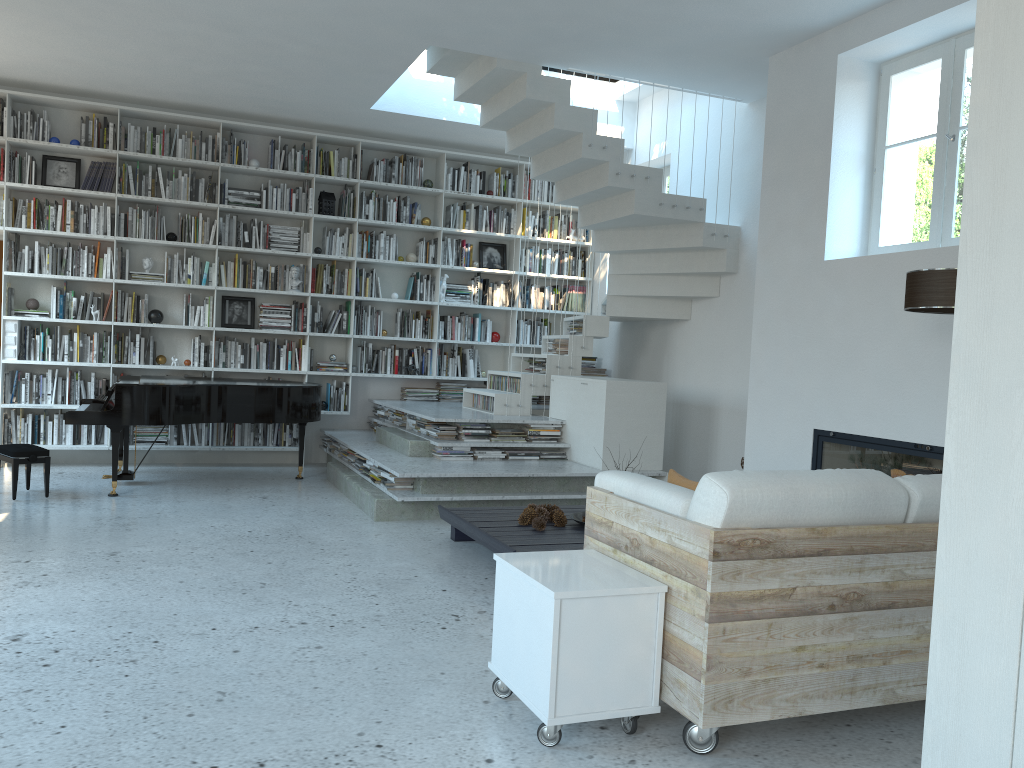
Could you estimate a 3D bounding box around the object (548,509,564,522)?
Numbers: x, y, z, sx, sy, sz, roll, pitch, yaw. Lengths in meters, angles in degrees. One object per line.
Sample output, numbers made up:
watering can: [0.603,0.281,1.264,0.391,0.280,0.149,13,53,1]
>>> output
object: [0.253,0.773,5.203,0.106,0.086,0.091,3,2,-8]

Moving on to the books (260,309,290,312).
books: [-2.243,-0.690,8.392,0.254,0.012,0.160,2,2,-25]

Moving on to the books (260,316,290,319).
books: [-2.244,-0.629,8.392,0.254,0.012,0.160,2,2,-27]

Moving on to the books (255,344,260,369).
books: [-2.400,-0.261,8.359,0.031,0.237,0.158,2,3,-22]

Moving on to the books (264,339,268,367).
books: [-2.335,-0.284,8.396,0.014,0.286,0.134,2,3,-22]

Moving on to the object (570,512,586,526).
object: [0.547,0.797,5.147,0.429,0.038,0.429,4,2,18]

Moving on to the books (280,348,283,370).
books: [-2.199,-0.238,8.428,0.023,0.204,0.167,2,3,-22]

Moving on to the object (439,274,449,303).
object: [-0.683,-0.950,8.820,0.087,0.288,0.075,3,3,13]

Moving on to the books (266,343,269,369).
books: [-2.322,-0.266,8.396,0.011,0.252,0.158,2,3,-22]

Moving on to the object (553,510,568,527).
object: [0.276,0.777,5.096,0.083,0.100,0.092,2,2,-17]

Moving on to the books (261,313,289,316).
books: [-2.244,-0.653,8.394,0.254,0.012,0.160,2,2,-19]

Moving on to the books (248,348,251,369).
books: [-2.467,-0.243,8.317,0.023,0.196,0.165,2,3,-22]

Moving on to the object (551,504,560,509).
object: [0.265,0.769,5.320,0.078,0.101,0.086,5,3,42]

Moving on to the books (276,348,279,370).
books: [-2.235,-0.240,8.415,0.024,0.207,0.183,2,3,-22]

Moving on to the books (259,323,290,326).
books: [-2.248,-0.558,8.394,0.285,0.012,0.159,2,2,-17]

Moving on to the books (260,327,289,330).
books: [-2.252,-0.522,8.402,0.254,0.012,0.160,2,2,-20]

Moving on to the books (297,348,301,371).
books: [-2.040,-0.238,8.489,0.011,0.216,0.166,2,3,-22]

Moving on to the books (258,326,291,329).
books: [-2.249,-0.534,8.395,0.285,0.012,0.159,2,2,-27]

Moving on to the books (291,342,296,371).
books: [-2.099,-0.268,8.474,0.026,0.272,0.175,2,3,-22]

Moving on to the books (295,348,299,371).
books: [-2.064,-0.236,8.478,0.042,0.212,0.169,2,3,-22]

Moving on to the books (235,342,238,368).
books: [-2.581,-0.272,8.293,0.021,0.244,0.141,2,3,-22]

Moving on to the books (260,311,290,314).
books: [-2.242,-0.678,8.391,0.254,0.012,0.160,2,2,-26]

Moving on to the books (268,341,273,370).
books: [-2.287,-0.271,8.390,0.028,0.264,0.161,2,3,-22]

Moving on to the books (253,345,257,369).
books: [-2.428,-0.255,8.356,0.025,0.220,0.140,2,3,-22]

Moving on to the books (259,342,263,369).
books: [-2.379,-0.270,8.383,0.025,0.255,0.136,2,3,-22]

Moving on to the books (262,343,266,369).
books: [-2.346,-0.263,8.367,0.026,0.245,0.191,2,3,-22]

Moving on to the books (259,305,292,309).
books: [-2.239,-0.726,8.386,0.285,0.012,0.159,2,2,-27]

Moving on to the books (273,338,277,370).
books: [-2.250,-0.286,8.409,0.012,0.297,0.177,2,3,-22]

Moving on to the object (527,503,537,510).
object: [0.121,0.749,5.224,0.090,0.106,0.097,3,2,-1]

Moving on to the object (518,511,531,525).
object: [0.071,0.774,5.074,0.082,0.085,0.082,3,2,-7]

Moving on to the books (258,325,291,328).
books: [-2.252,-0.546,8.404,0.285,0.012,0.159,2,2,-23]

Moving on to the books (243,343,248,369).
books: [-2.503,-0.265,8.304,0.029,0.238,0.165,2,3,-22]

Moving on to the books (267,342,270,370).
books: [-2.308,-0.270,8.389,0.010,0.261,0.181,2,3,-22]

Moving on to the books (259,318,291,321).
books: [-2.248,-0.606,8.399,0.285,0.012,0.159,2,2,-20]

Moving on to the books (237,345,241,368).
books: [-2.553,-0.257,8.281,0.023,0.217,0.174,2,3,-22]

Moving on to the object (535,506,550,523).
object: [0.170,0.762,5.165,0.094,0.108,0.108,5,3,36]

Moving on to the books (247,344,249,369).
books: [-2.487,-0.261,8.321,0.013,0.230,0.138,2,3,-22]

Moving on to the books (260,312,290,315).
books: [-2.244,-0.666,8.394,0.254,0.012,0.160,2,2,-25]

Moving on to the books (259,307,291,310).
books: [-2.242,-0.715,8.393,0.285,0.012,0.159,2,2,-20]

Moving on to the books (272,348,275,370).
books: [-2.272,-0.240,8.414,0.021,0.203,0.128,2,3,-22]

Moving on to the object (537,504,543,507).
object: [0.182,0.770,5.367,0.078,0.084,0.098,2,2,-21]

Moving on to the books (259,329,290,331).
books: [-2.251,-0.510,8.399,0.254,0.012,0.160,2,2,-26]

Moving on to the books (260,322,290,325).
books: [-2.247,-0.570,8.394,0.254,0.012,0.160,2,2,-27]

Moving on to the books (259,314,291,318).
books: [-2.243,-0.641,8.390,0.285,0.012,0.159,2,2,-17]

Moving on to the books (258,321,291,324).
books: [-2.251,-0.582,8.404,0.285,0.012,0.159,2,2,-22]

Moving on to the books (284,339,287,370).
books: [-2.163,-0.281,8.453,0.014,0.294,0.137,2,3,-22]

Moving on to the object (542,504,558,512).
object: [0.230,0.761,5.266,0.099,0.102,0.097,5,3,38]

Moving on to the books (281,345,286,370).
books: [-2.177,-0.252,8.436,0.023,0.234,0.174,2,3,-22]

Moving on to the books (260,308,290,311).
books: [-2.241,-0.702,8.390,0.254,0.012,0.160,2,2,-26]

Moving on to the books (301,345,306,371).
books: [-2.007,-0.251,8.495,0.033,0.246,0.176,2,3,-22]

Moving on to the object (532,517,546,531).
object: [0.153,0.780,4.935,0.081,0.083,0.098,2,2,-17]

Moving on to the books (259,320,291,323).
books: [-2.249,-0.594,8.401,0.285,0.012,0.159,2,2,-21]

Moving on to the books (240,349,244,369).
books: [-2.529,-0.239,8.288,0.029,0.184,0.174,2,3,-22]

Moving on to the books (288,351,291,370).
books: [-2.129,-0.224,8.452,0.023,0.183,0.169,2,3,-22]

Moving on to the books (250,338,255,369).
books: [-2.446,-0.290,8.336,0.026,0.292,0.151,2,3,-22]

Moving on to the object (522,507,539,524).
object: [0.100,0.765,5.143,0.110,0.101,0.114,1,3,-40]

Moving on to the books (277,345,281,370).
books: [-2.220,-0.254,8.432,0.014,0.235,0.154,2,3,-22]

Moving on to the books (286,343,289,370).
books: [-2.153,-0.262,8.466,0.014,0.256,0.145,2,3,-22]

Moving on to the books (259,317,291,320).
books: [-2.244,-0.617,8.391,0.285,0.012,0.159,2,2,-17]
